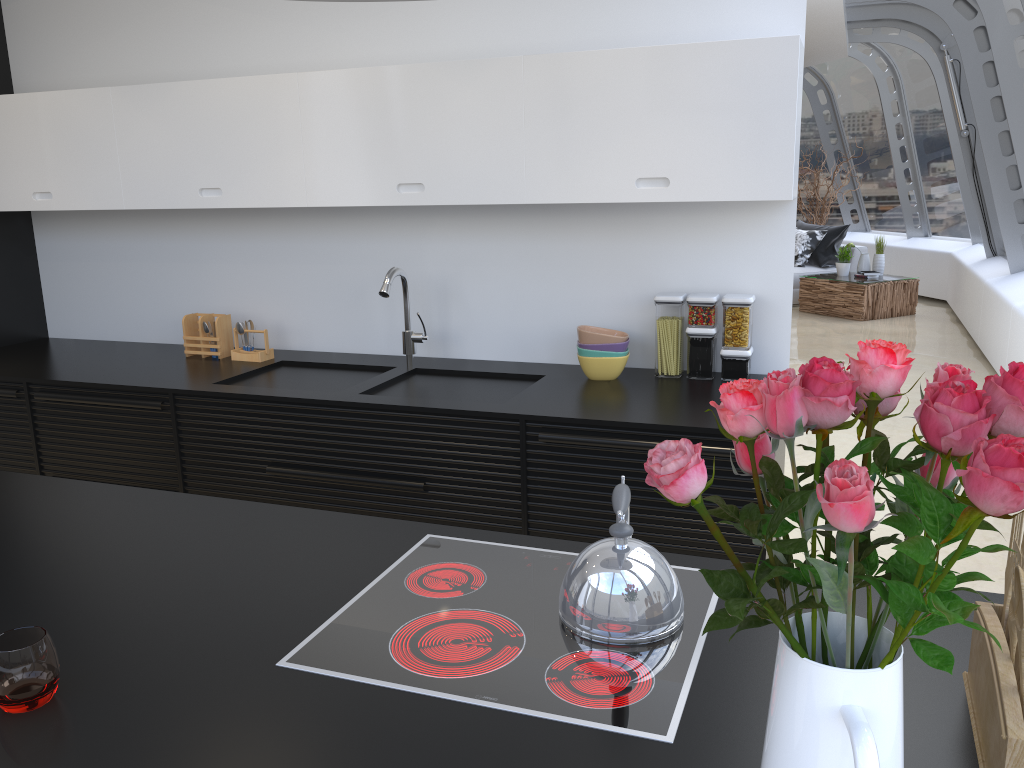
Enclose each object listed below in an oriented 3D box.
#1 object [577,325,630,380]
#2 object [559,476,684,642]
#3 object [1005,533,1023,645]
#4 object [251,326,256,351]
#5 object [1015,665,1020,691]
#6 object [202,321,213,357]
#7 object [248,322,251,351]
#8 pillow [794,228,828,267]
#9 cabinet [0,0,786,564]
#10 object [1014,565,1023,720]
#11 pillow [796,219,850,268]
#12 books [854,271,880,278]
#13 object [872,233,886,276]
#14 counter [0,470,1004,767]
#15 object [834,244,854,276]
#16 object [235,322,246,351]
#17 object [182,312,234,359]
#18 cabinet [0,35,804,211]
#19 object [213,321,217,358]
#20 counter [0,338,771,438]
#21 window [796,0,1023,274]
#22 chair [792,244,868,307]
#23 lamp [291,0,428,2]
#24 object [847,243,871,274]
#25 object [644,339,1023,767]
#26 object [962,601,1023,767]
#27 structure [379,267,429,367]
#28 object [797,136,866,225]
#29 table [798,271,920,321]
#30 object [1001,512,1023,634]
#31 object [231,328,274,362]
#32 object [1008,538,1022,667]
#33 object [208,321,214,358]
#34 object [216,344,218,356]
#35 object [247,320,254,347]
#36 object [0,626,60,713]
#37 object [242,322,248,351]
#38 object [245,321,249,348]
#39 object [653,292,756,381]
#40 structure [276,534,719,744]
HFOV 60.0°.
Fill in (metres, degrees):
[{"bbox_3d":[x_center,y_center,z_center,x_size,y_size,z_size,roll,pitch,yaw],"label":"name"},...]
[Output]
[{"bbox_3d":[0.349,-0.119,3.395,0.205,0.205,0.185,1,13,9],"label":"object"},{"bbox_3d":[0.191,0.292,1.549,0.221,0.230,0.221,-11,16,-36],"label":"object"},{"bbox_3d":[0.710,0.312,1.254,0.027,0.299,0.055,4,14,21],"label":"object"},{"bbox_3d":[-1.163,-0.177,3.981,0.044,0.178,0.019,-4,13,-13],"label":"object"},{"bbox_3d":[0.666,0.339,1.146,0.040,0.299,0.061,3,14,19],"label":"object"},{"bbox_3d":[-1.364,-0.188,3.989,0.042,0.192,0.040,-6,14,-18],"label":"object"},{"bbox_3d":[-1.175,-0.182,3.964,0.022,0.196,0.019,1,13,10],"label":"object"},{"bbox_3d":[3.618,-1.760,11.350,0.431,0.528,0.683,-8,15,-27],"label":"pillow"},{"bbox_3d":[-1.515,-0.670,3.767,5.157,2.901,0.831,3,14,20],"label":"cabinet"},{"bbox_3d":[0.614,0.360,1.064,0.039,0.298,0.068,4,14,21],"label":"object"},{"bbox_3d":[3.886,-1.815,11.482,0.510,0.597,1.070,-7,14,-21],"label":"pillow"},{"bbox_3d":[4.053,-1.248,10.123,0.246,0.063,0.265,-3,13,-5],"label":"books"},{"bbox_3d":[4.244,-1.509,10.236,0.150,0.511,0.153,-7,14,-23],"label":"object"},{"bbox_3d":[-0.956,0.398,1.768,3.800,0.018,1.006,3,14,20],"label":"counter"},{"bbox_3d":[3.870,-1.448,10.336,0.215,0.369,0.284,10,17,40],"label":"object"},{"bbox_3d":[-1.201,-0.183,3.954,0.042,0.192,0.040,-9,15,-30],"label":"object"},{"bbox_3d":[-1.382,-0.206,4.035,0.200,0.223,0.104,4,14,21],"label":"object"},{"bbox_3d":[-0.773,-1.000,3.669,3.741,0.515,0.343,3,14,20],"label":"cabinet"},{"bbox_3d":[-1.337,-0.186,3.993,0.022,0.196,0.019,4,14,22],"label":"object"},{"bbox_3d":[-0.837,-0.038,3.657,3.738,0.025,0.804,3,14,20],"label":"counter"},{"bbox_3d":[-3.447,-1.431,7.328,16.693,3.674,16.171,2,13,13],"label":"window"},{"bbox_3d":[3.301,-1.399,11.352,2.068,0.690,1.176,-6,14,-21],"label":"chair"},{"bbox_3d":[-0.018,-1.113,1.219,1.112,0.966,0.606,4,14,20],"label":"lamp"},{"bbox_3d":[4.072,-1.473,10.412,0.152,0.370,0.297,-11,16,-36],"label":"object"},{"bbox_3d":[0.338,0.251,0.902,0.327,0.596,0.350,5,15,27],"label":"object"},{"bbox_3d":[0.659,0.415,1.168,0.084,0.157,0.353,4,14,21],"label":"object"},{"bbox_3d":[-0.434,-0.206,3.588,0.115,0.536,0.248,3,14,19],"label":"structure"},{"bbox_3d":[4.189,-2.407,12.570,1.508,2.059,1.370,1,13,9],"label":"object"},{"bbox_3d":[3.992,-1.027,10.273,0.923,0.436,1.007,-8,14,-26],"label":"table"},{"bbox_3d":[0.721,0.321,1.292,0.016,0.259,0.199,7,15,31],"label":"object"},{"bbox_3d":[-1.155,-0.162,3.939,0.173,0.170,0.100,4,14,23],"label":"object"},{"bbox_3d":[0.635,0.345,1.123,0.019,0.299,0.057,4,14,21],"label":"object"},{"bbox_3d":[-1.348,-0.186,3.993,0.018,0.196,0.020,11,18,42],"label":"object"},{"bbox_3d":[-1.337,-0.197,4.028,0.042,0.192,0.040,-6,14,-19],"label":"object"},{"bbox_3d":[-1.183,-0.193,3.998,0.042,0.192,0.040,-9,15,-31],"label":"object"},{"bbox_3d":[-0.735,0.431,1.333,0.095,0.106,0.095,10,17,40],"label":"object"},{"bbox_3d":[-1.186,-0.181,3.961,0.018,0.196,0.020,6,15,30],"label":"object"},{"bbox_3d":[-1.189,-0.186,3.981,0.018,0.196,0.023,2,14,16],"label":"object"},{"bbox_3d":[0.723,-0.180,3.355,0.365,0.315,0.113,4,14,20],"label":"object"},{"bbox_3d":[0.018,0.428,1.577,0.640,0.041,0.562,3,14,20],"label":"structure"}]
